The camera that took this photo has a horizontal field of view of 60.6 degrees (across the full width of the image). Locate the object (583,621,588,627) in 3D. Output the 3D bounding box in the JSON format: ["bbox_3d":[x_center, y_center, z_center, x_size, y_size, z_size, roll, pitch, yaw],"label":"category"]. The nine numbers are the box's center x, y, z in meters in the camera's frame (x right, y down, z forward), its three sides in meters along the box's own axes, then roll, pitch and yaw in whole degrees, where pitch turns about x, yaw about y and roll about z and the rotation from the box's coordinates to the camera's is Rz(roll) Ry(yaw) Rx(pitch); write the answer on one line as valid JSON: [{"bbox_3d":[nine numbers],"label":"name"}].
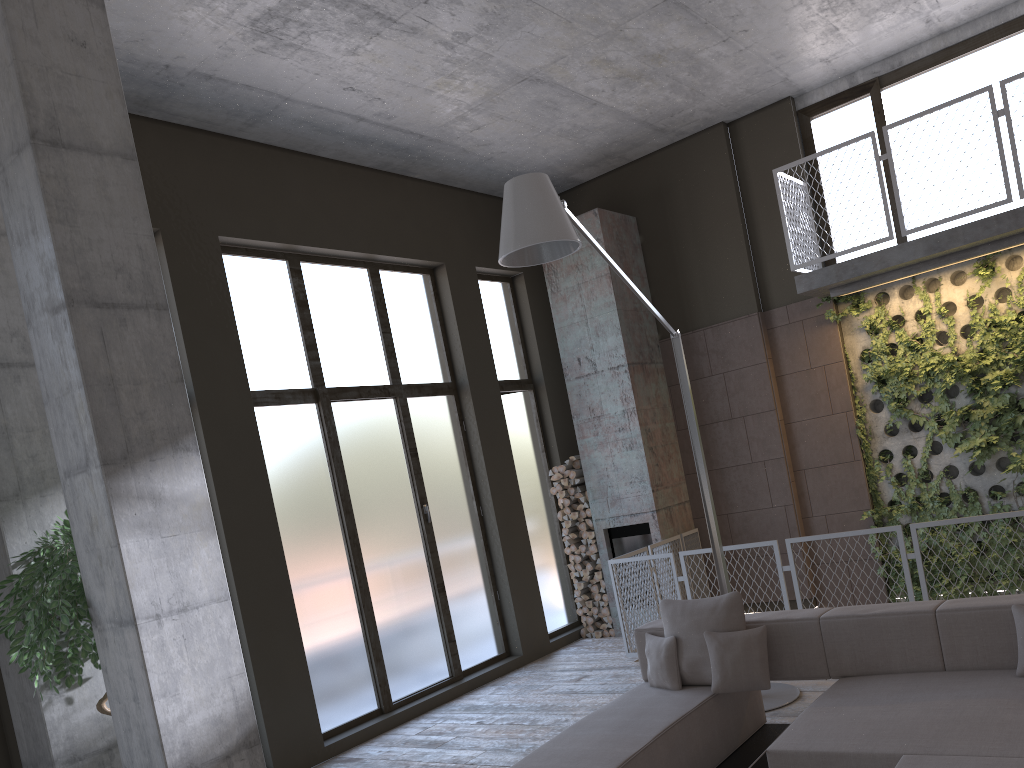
[{"bbox_3d":[0.895,2.733,10.084,0.046,0.072,0.248,-11,-5,36],"label":"object"}]

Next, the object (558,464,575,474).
[{"bbox_3d":[0.647,0.957,9.953,0.105,0.103,0.289,-13,-5,36],"label":"object"}]

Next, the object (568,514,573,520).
[{"bbox_3d":[0.790,1.498,10.070,0.068,0.067,0.418,-13,-6,36],"label":"object"}]

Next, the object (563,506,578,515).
[{"bbox_3d":[0.750,1.428,10.095,0.094,0.093,0.432,-13,-6,36],"label":"object"}]

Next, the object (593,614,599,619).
[{"bbox_3d":[1.049,2.625,10.069,0.065,0.074,0.355,-12,-6,35],"label":"object"}]

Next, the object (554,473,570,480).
[{"bbox_3d":[0.650,1.033,10.020,0.114,0.079,0.430,-14,-7,36],"label":"object"}]

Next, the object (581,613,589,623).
[{"bbox_3d":[0.922,2.687,10.160,0.102,0.102,0.289,-13,-5,38],"label":"object"}]

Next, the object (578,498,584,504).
[{"bbox_3d":[0.877,1.323,10.055,0.105,0.102,0.289,-13,-5,36],"label":"object"}]

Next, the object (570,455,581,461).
[{"bbox_3d":[0.778,0.834,9.963,0.089,0.055,0.328,-14,-7,36],"label":"object"}]

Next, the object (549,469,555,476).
[{"bbox_3d":[0.562,0.999,10.092,0.068,0.069,0.418,-13,-6,36],"label":"object"}]

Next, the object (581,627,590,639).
[{"bbox_3d":[0.917,2.852,10.178,0.065,0.125,0.360,-11,-4,36],"label":"object"}]

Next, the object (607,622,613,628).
[{"bbox_3d":[1.209,2.692,9.981,0.072,0.072,0.418,-13,-6,36],"label":"object"}]

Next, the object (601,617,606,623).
[{"bbox_3d":[1.144,2.673,10.104,0.105,0.102,0.289,-13,-5,36],"label":"object"}]

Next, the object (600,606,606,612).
[{"bbox_3d":[1.129,2.522,10.019,0.068,0.071,0.418,-13,-6,36],"label":"object"}]

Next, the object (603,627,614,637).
[{"bbox_3d":[1.190,2.800,10.032,0.092,0.089,0.450,-13,-6,36],"label":"object"}]

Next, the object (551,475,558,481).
[{"bbox_3d":[0.598,1.064,10.111,0.124,0.068,0.359,-15,-7,38],"label":"object"}]

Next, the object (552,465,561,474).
[{"bbox_3d":[0.626,0.969,10.076,0.092,0.090,0.450,-13,-6,35],"label":"object"}]

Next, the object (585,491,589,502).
[{"bbox_3d":[0.952,1.243,9.907,0.064,0.126,0.360,-11,-4,36],"label":"object"}]

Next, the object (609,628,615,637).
[{"bbox_3d":[1.253,2.773,9.975,0.093,0.092,0.432,-13,-6,36],"label":"object"}]

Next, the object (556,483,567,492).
[{"bbox_3d":[0.659,1.162,10.043,0.092,0.089,0.450,-13,-6,36],"label":"object"}]

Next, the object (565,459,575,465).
[{"bbox_3d":[0.721,0.885,9.982,0.066,0.073,0.355,-12,-6,35],"label":"object"}]

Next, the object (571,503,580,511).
[{"bbox_3d":[0.823,1.394,10.067,0.103,0.086,0.359,-13,-6,36],"label":"object"}]

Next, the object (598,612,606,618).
[{"bbox_3d":[1.123,2.589,10.003,0.124,0.067,0.359,-15,-7,38],"label":"object"}]

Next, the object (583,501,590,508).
[{"bbox_3d":[0.941,1.343,9.933,0.072,0.072,0.418,-13,-6,36],"label":"object"}]

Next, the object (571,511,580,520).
[{"bbox_3d":[0.846,1.471,10.021,0.095,0.083,0.474,-13,-6,36],"label":"object"}]

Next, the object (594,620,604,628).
[{"bbox_3d":[1.090,2.744,10.115,0.103,0.086,0.359,-13,-6,36],"label":"object"}]

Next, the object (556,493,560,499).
[{"bbox_3d":[0.648,1.258,10.079,0.068,0.067,0.418,-13,-6,36],"label":"object"}]

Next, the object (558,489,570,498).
[{"bbox_3d":[0.703,1.231,10.030,0.095,0.083,0.474,-13,-6,36],"label":"object"}]

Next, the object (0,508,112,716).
[{"bbox_3d":[-2.129,1.562,4.566,1.002,1.865,0.965,-11,0,3],"label":"object"}]

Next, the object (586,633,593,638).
[{"bbox_3d":[0.994,2.864,10.167,0.068,0.067,0.418,-13,-6,36],"label":"object"}]

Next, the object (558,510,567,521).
[{"bbox_3d":[0.649,1.503,10.129,0.065,0.125,0.360,-11,-4,36],"label":"object"}]

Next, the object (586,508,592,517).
[{"bbox_3d":[0.986,1.424,9.927,0.093,0.092,0.432,-13,-6,36],"label":"object"}]

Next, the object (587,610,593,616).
[{"bbox_3d":[0.978,2.600,10.085,0.090,0.056,0.329,-14,-7,36],"label":"object"}]

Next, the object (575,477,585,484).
[{"bbox_3d":[0.852,1.072,9.905,0.067,0.067,0.418,-13,-6,36],"label":"object"}]

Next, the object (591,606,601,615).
[{"bbox_3d":[1.060,2.548,10.039,0.092,0.089,0.450,-13,-6,35],"label":"object"}]

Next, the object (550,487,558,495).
[{"bbox_3d":[0.598,1.206,10.101,0.093,0.092,0.432,-13,-6,36],"label":"object"}]

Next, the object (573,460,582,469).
[{"bbox_3d":[0.812,0.908,9.988,0.101,0.108,0.291,-13,-5,38],"label":"object"}]

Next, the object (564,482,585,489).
[{"bbox_3d":[0.755,1.144,10.006,0.116,0.079,0.430,-14,-7,36],"label":"object"}]

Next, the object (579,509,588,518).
[{"bbox_3d":[0.922,1.451,9.984,0.092,0.089,0.450,-13,-6,36],"label":"object"}]

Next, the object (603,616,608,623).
[{"bbox_3d":[1.170,2.645,9.992,0.067,0.085,0.420,-12,-5,34],"label":"object"}]

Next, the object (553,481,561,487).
[{"bbox_3d":[0.615,1.133,10.096,0.067,0.086,0.420,-12,-5,35],"label":"object"}]

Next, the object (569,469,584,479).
[{"bbox_3d":[0.801,1.003,9.922,0.095,0.093,0.432,-13,-6,36],"label":"object"}]

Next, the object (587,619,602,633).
[{"bbox_3d":[1.017,2.777,10.143,0.094,0.093,0.432,-13,-6,36],"label":"object"}]

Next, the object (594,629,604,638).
[{"bbox_3d":[1.113,2.821,10.069,0.095,0.083,0.474,-13,-6,36],"label":"object"}]

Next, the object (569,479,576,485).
[{"bbox_3d":[0.789,1.090,9.955,0.068,0.066,0.418,-13,-6,36],"label":"object"}]

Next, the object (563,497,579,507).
[{"bbox_3d":[0.703,1.327,10.018,0.100,0.107,0.290,-13,-5,38],"label":"object"}]

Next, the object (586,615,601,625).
[{"bbox_3d":[0.971,2.677,10.067,0.100,0.107,0.290,-13,-5,38],"label":"object"}]

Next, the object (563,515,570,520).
[{"bbox_3d":[0.727,1.514,10.119,0.068,0.067,0.418,-13,-6,36],"label":"object"}]

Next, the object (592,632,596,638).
[{"bbox_3d":[1.058,2.848,10.118,0.068,0.067,0.418,-13,-6,36],"label":"object"}]
